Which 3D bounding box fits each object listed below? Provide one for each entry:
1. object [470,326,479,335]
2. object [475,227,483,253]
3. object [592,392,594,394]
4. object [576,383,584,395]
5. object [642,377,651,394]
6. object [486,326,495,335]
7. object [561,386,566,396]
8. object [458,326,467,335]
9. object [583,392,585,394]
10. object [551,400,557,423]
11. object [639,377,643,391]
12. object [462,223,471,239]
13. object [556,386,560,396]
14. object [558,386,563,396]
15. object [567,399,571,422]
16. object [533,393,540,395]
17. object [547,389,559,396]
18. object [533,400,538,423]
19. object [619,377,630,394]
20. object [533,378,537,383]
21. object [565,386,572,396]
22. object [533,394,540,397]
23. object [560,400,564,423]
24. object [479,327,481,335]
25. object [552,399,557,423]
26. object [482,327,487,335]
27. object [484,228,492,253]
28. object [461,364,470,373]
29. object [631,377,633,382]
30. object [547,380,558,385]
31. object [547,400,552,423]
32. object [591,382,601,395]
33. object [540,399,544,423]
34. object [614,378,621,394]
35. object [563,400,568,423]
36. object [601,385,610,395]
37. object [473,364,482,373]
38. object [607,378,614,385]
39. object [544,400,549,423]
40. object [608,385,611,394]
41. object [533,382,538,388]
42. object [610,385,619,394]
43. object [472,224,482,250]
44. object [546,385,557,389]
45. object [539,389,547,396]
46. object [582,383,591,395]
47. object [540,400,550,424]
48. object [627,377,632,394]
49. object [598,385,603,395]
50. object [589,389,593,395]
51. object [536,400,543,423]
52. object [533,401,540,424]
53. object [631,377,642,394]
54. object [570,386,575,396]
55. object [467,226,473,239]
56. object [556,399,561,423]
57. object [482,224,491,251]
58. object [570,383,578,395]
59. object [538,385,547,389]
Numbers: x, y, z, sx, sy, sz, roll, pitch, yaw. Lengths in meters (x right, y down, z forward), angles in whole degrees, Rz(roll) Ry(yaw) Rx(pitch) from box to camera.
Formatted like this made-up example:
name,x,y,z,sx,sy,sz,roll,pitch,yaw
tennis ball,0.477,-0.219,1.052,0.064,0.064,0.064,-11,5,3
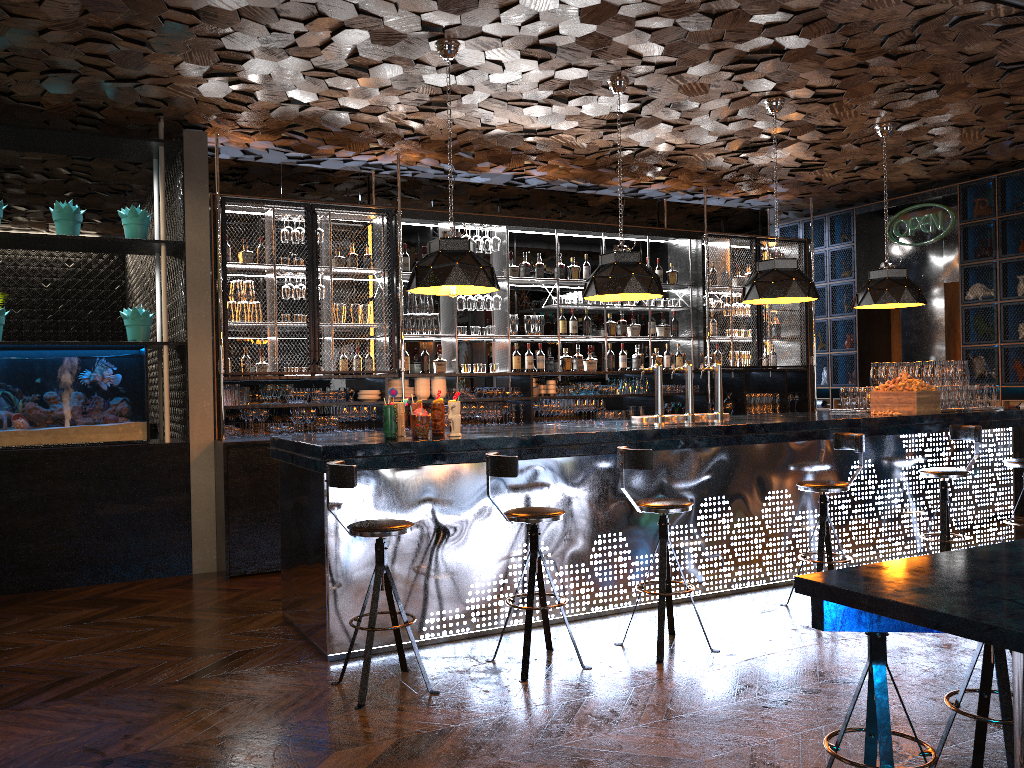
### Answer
name,x,y,z,sx,sy,sz,roll,pitch,yaw
object,-0.361,-0.513,8.608,0.089,0.092,0.089,-1,0,41
object,-0.328,-1.423,8.762,0.092,0.244,0.092,-1,0,23
object,0.827,0.063,9.353,0.098,0.097,0.098,-1,0,-36
object,0.708,0.051,9.136,0.100,0.125,0.100,-1,0,20
object,1.408,0.013,9.305,0.101,0.172,0.115,-1,0,2
object,-0.206,-0.516,8.620,0.089,0.092,0.089,-1,0,-43
object,0.531,0.068,8.942,0.058,0.099,0.067,-1,0,32
object,-0.483,-0.511,8.593,0.089,0.092,0.089,-1,0,41
object,0.751,0.050,9.292,0.108,0.126,0.108,-1,0,34
object,0.420,0.273,8.838,0.058,0.234,0.058,-1,0,15
object,1.360,0.014,9.412,0.115,0.172,0.101,-1,0,-43
object,-0.436,-1.420,8.519,0.092,0.244,0.092,-1,0,23
object,0.472,0.070,9.097,0.058,0.099,0.067,-1,0,23
object,0.506,0.069,9.038,0.058,0.099,0.067,-1,0,-25
object,0.575,0.271,8.982,0.049,0.231,0.049,-1,0,-24
object,0.200,0.104,8.798,0.149,0.023,0.149,-1,0,31
object,0.398,0.086,8.884,0.106,0.067,0.094,-1,0,-39
object,0.216,0.281,9.020,0.108,0.227,0.108,-1,0,8
object,1.164,0.018,9.179,0.115,0.172,0.101,-1,0,2
object,0.191,-0.027,8.792,0.094,0.069,0.106,-1,0,-22
object,0.564,0.068,8.882,0.058,0.099,0.067,-1,0,18
object,0.200,0.115,8.798,0.149,0.022,0.149,-1,0,31
object,0.507,0.273,8.948,0.049,0.231,0.049,-1,0,-19
object,-0.351,-0.514,8.739,0.089,0.092,0.089,-1,0,4
object,0.431,0.273,8.961,0.058,0.234,0.058,-1,0,6
object,-0.248,-0.516,8.802,0.089,0.092,0.089,-1,0,-43
object,-0.236,-1.425,8.811,0.092,0.244,0.092,-1,0,23
object,-0.443,-0.145,8.536,0.089,0.092,0.089,-1,0,34
object,1.294,0.015,9.521,0.115,0.172,0.101,-1,0,-18
object,0.395,-0.004,8.875,0.094,0.068,0.106,-1,0,-28
object,0.382,0.274,8.914,0.058,0.234,0.058,-1,0,-5
object,0.862,0.048,9.081,0.108,0.126,0.108,-1,0,7
object,0.309,0.275,9.053,0.058,0.234,0.058,-1,0,-25
object,1.104,0.020,9.283,0.115,0.172,0.101,-1,0,-18
object,0.537,0.272,8.889,0.049,0.231,0.049,-1,0,-16
object,0.960,0.060,9.104,0.098,0.097,0.098,-1,0,42
object,-0.331,-0.148,8.580,0.089,0.092,0.089,-1,0,26
object,1.053,0.021,9.395,0.115,0.172,0.101,-1,0,-43
object,0.348,0.275,8.979,0.058,0.234,0.058,-1,0,37
object,1.001,0.059,9.241,0.098,0.097,0.098,-1,0,-3
object,0.201,0.018,8.797,0.107,0.070,0.094,-1,0,3
object,1.054,0.058,9.147,0.098,0.097,0.098,-1,0,6
object,-0.339,-1.422,8.570,0.092,0.244,0.092,-1,0,23
object,0.394,0.041,8.886,0.094,0.069,0.106,-1,0,14
object,0.306,0.088,8.940,0.094,0.067,0.106,-1,0,25
object,0.764,0.050,9.027,0.100,0.125,0.100,-1,0,11
object,0.325,0.279,8.806,0.108,0.227,0.108,-1,0,33
object,1.231,0.017,9.348,0.101,0.172,0.115,-1,0,2
object,0.914,0.061,9.195,0.098,0.097,0.098,-1,0,10
object,0.809,0.049,9.184,0.108,0.126,0.108,-1,0,-33
object,0.272,0.280,8.912,0.108,0.227,0.108,-1,0,27
object,0.223,0.281,8.752,0.108,0.227,0.108,-1,0,-36
object,1.295,0.016,9.236,0.115,0.172,0.101,-1,0,-43
object,0.600,0.067,8.945,0.067,0.099,0.058,-1,0,8
object,-0.415,-1.421,8.717,0.092,0.244,0.092,-1,0,23
object,0.466,0.272,8.873,0.058,0.234,0.058,-1,0,-24
object,-0.251,-1.424,8.616,0.092,0.244,0.092,-1,0,23
object,0.651,0.052,9.240,0.100,0.125,0.100,-1,0,-14
object,0.312,0.043,8.941,0.105,0.069,0.094,-1,0,39
